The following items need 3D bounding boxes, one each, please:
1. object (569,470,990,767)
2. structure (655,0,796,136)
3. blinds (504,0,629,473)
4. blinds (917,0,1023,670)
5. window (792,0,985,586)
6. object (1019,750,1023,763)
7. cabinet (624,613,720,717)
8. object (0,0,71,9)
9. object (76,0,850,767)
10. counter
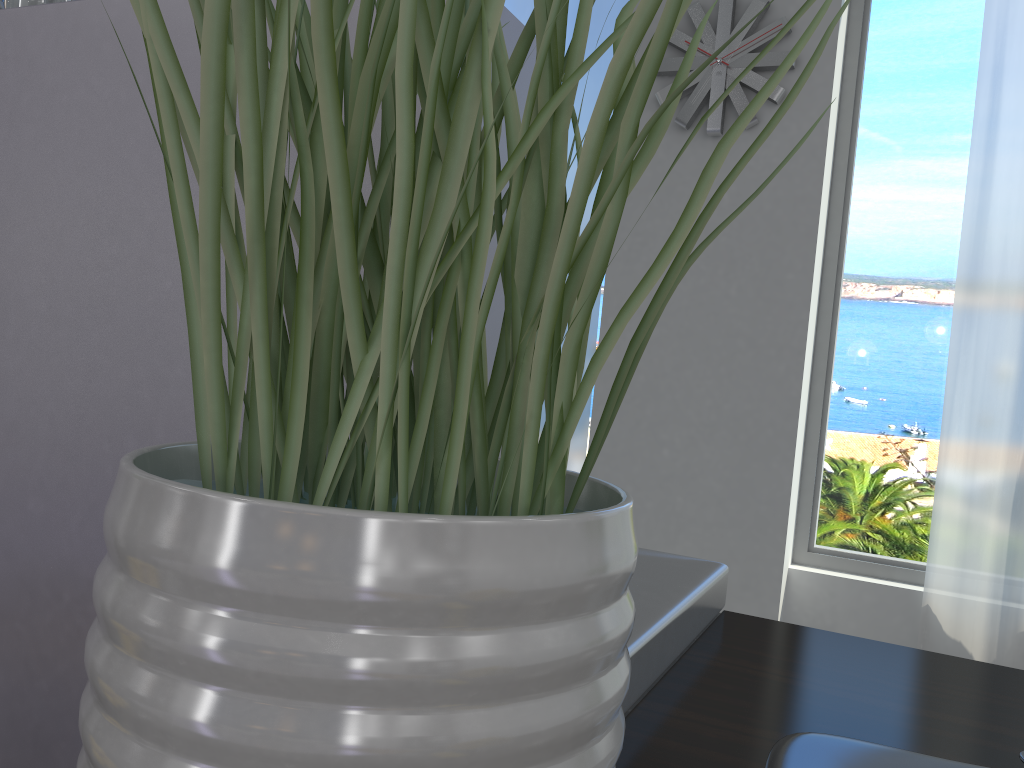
[{"bbox_3d":[0.140,0.179,0.627,0.269,0.147,0.646,4,2,-41],"label":"object"},{"bbox_3d":[0.745,-1.140,3.151,0.505,0.505,0.076,6,1,24],"label":"structure"},{"bbox_3d":[-1.117,-0.627,4.109,3.245,3.112,0.120,6,1,24],"label":"blinds"},{"bbox_3d":[2.748,-0.218,2.349,2.830,3.112,0.120,6,1,24],"label":"blinds"},{"bbox_3d":[2.538,-0.434,2.694,3.000,2.500,0.100,6,1,24],"label":"window"},{"bbox_3d":[0.479,0.281,0.659,0.153,0.069,0.153,5,1,-32],"label":"object"},{"bbox_3d":[-0.543,0.642,0.767,3.285,0.852,1.377,6,1,24],"label":"cabinet"},{"bbox_3d":[-0.294,-0.267,0.547,0.071,0.119,0.072,5,1,-26],"label":"object"},{"bbox_3d":[-0.033,0.020,0.230,0.269,0.502,0.247,5,1,-23],"label":"object"},{"bbox_3d":[-0.515,0.420,0.771,3.291,1.300,1.302,6,1,24],"label":"counter"}]
